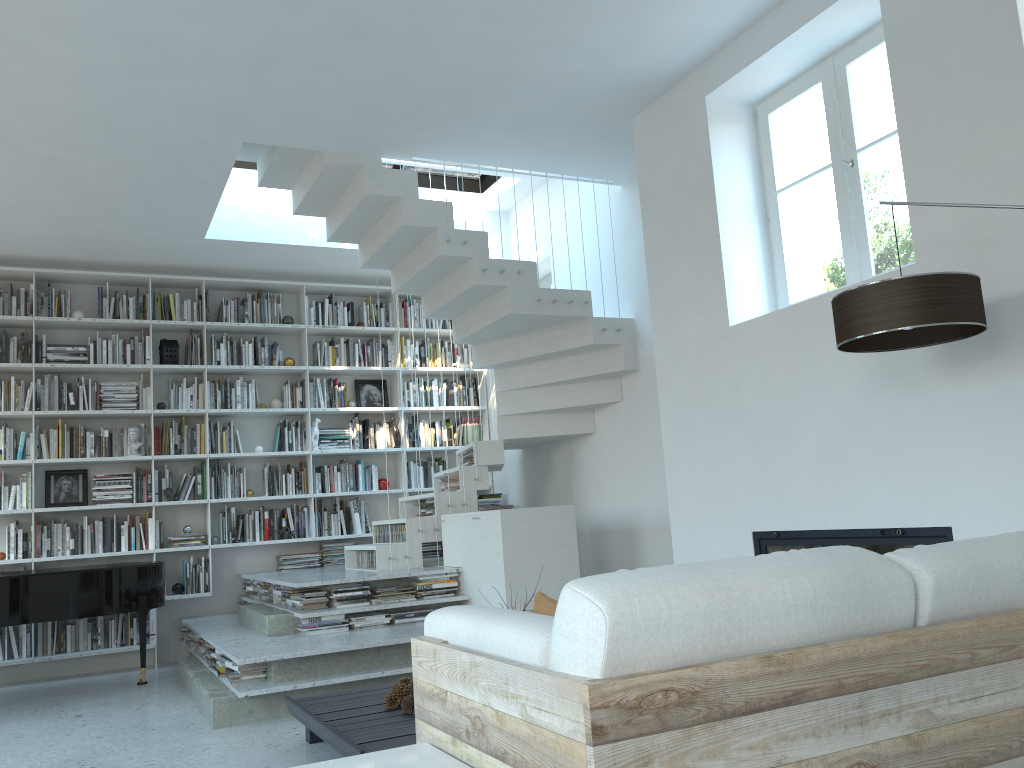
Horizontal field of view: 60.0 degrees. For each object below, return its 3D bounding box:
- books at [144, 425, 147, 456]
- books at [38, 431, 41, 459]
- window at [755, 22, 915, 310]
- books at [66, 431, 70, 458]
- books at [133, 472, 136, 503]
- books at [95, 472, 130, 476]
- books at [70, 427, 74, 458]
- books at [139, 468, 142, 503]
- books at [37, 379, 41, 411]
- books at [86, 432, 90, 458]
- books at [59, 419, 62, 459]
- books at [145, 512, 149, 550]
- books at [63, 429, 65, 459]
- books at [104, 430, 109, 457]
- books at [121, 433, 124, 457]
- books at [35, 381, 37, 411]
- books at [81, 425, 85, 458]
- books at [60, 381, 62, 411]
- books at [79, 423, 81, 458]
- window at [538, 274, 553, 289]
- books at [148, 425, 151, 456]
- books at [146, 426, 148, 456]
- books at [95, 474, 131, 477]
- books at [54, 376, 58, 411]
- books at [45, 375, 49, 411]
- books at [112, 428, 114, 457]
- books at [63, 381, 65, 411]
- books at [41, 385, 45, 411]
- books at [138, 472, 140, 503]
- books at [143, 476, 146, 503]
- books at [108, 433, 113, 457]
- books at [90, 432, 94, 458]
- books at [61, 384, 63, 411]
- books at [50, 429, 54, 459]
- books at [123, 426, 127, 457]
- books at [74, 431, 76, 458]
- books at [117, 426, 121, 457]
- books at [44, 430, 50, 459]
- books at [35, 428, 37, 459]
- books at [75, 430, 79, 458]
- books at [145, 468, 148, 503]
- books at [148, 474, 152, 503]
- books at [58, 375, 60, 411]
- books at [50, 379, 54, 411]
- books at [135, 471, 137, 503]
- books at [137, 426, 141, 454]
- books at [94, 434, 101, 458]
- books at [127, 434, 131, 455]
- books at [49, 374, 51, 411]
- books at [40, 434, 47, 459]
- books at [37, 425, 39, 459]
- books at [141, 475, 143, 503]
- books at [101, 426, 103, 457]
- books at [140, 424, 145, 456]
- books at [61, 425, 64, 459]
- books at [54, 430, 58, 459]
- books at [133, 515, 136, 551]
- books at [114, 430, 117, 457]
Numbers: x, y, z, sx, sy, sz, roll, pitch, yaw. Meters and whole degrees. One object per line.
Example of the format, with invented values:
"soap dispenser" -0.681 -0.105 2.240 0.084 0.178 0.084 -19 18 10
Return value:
"books" -2.987 0.472 7.218 0.014 0.265 0.154 0 -9 -26
"books" -3.676 0.490 6.901 0.011 0.235 0.142 0 -9 -26
"window" 1.569 -0.985 4.183 0.072 1.224 1.119 0 -9 -26
"books" -3.496 0.493 6.984 0.024 0.228 0.148 0 -9 -26
"books" -3.039 0.841 7.131 0.012 0.253 0.161 0 -9 -26
"books" -3.188 0.722 7.080 0.254 0.012 0.161 -1 -9 -22
"books" -3.476 0.478 7.003 0.028 0.259 0.134 0 -9 -26
"books" -3.002 0.826 7.161 0.011 0.287 0.152 0 -9 -26
"books" -3.698 0.108 6.936 0.026 0.266 0.171 0 -9 -26
"books" -3.362 0.496 7.032 0.024 0.216 0.175 0 -9 -26
"books" -3.531 0.442 6.933 0.014 0.317 0.188 0 -9 -26
"books" -2.937 1.181 7.133 0.011 0.300 0.149 0 -9 -26
"books" -3.519 0.484 6.968 0.010 0.244 0.150 0 -9 -26
"books" -3.240 0.491 7.080 0.029 0.223 0.185 0 -9 -26
"books" -3.147 0.504 7.152 0.022 0.206 0.114 0 -9 -26
"books" -3.719 0.116 6.936 0.012 0.253 0.161 0 -9 -26
"books" -3.391 0.469 7.007 0.028 0.267 0.190 0 -9 -26
"books" -3.564 0.116 7.003 0.011 0.251 0.153 0 -9 -26
"books" -3.416 0.463 7.012 0.013 0.283 0.177 0 -9 -26
"window" 0.350 -0.355 7.796 0.042 1.224 1.119 0 -9 -26
"books" -2.966 0.476 7.249 0.023 0.264 0.107 0 -9 -26
"books" -2.979 0.477 7.235 0.014 0.260 0.137 0 -9 -26
"books" -3.188 0.735 7.080 0.254 0.012 0.161 1 -10 -29
"books" -3.595 0.095 6.997 0.029 0.294 0.151 0 -9 -26
"books" -3.650 0.093 6.959 0.026 0.296 0.179 0 -9 -26
"books" -3.193 0.479 7.095 0.012 0.244 0.186 0 -9 -26
"books" -3.539 0.116 7.011 0.014 0.249 0.173 0 -9 -26
"books" -3.679 0.129 6.958 0.027 0.228 0.147 0 -9 -26
"books" -3.012 0.841 7.154 0.013 0.256 0.163 0 -9 -26
"books" -2.976 0.861 7.173 0.021 0.217 0.132 0 -9 -26
"books" -3.214 0.503 7.093 0.029 0.200 0.178 0 -9 -26
"books" -3.338 0.497 7.045 0.030 0.214 0.169 0 -9 -26
"books" -3.552 0.125 7.008 0.014 0.233 0.147 0 -9 -26
"books" -3.598 0.483 6.935 0.026 0.247 0.139 0 -9 -26
"books" -3.125 0.477 7.160 0.024 0.258 0.127 0 -9 -26
"books" -3.448 0.491 6.991 0.012 0.227 0.170 0 -9 -26
"books" -3.162 0.476 7.131 0.025 0.258 0.151 0 -9 -26
"books" -3.625 0.484 6.912 0.042 0.241 0.162 0 -9 -26
"books" -3.693 0.479 6.886 0.012 0.253 0.161 0 -9 -26
"books" -3.435 0.488 7.007 0.025 0.235 0.137 0 -9 -26
"books" -2.957 0.828 7.168 0.011 0.279 0.186 0 -9 -26
"books" -2.930 0.851 7.166 0.034 0.229 0.200 0 -9 -26
"books" -3.574 0.092 6.999 0.011 0.299 0.180 0 -9 -26
"books" -3.611 0.107 6.968 0.025 0.265 0.185 0 -9 -26
"books" -3.028 0.837 7.134 0.011 0.260 0.184 0 -9 -26
"books" -3.029 0.476 7.203 0.025 0.259 0.130 0 -9 -26
"books" -3.307 0.507 7.072 0.050 0.198 0.146 0 -9 -26
"books" -3.096 0.505 7.167 0.035 0.201 0.149 0 -9 -26
"books" -3.641 0.088 6.986 0.014 0.312 0.134 0 -9 -26
"books" -3.636 0.499 6.891 0.053 0.208 0.156 0 -9 -26
"books" -3.688 0.467 6.901 0.010 0.281 0.140 0 -9 -26
"books" -2.992 0.854 7.168 0.013 0.232 0.134 0 -9 -26
"books" -3.276 0.476 7.082 0.014 0.258 0.162 0 -9 -26
"books" -3.012 0.469 7.225 0.025 0.278 0.108 0 -9 -26
"books" -3.516 0.468 6.935 0.015 0.266 0.189 0 -9 -26
"books" -3.571 0.486 6.942 0.029 0.239 0.156 0 -9 -26
"books" -3.021 1.190 7.100 0.010 0.283 0.132 0 -9 -26
"books" -3.192 0.493 7.135 0.025 0.229 0.143 0 -9 -26
